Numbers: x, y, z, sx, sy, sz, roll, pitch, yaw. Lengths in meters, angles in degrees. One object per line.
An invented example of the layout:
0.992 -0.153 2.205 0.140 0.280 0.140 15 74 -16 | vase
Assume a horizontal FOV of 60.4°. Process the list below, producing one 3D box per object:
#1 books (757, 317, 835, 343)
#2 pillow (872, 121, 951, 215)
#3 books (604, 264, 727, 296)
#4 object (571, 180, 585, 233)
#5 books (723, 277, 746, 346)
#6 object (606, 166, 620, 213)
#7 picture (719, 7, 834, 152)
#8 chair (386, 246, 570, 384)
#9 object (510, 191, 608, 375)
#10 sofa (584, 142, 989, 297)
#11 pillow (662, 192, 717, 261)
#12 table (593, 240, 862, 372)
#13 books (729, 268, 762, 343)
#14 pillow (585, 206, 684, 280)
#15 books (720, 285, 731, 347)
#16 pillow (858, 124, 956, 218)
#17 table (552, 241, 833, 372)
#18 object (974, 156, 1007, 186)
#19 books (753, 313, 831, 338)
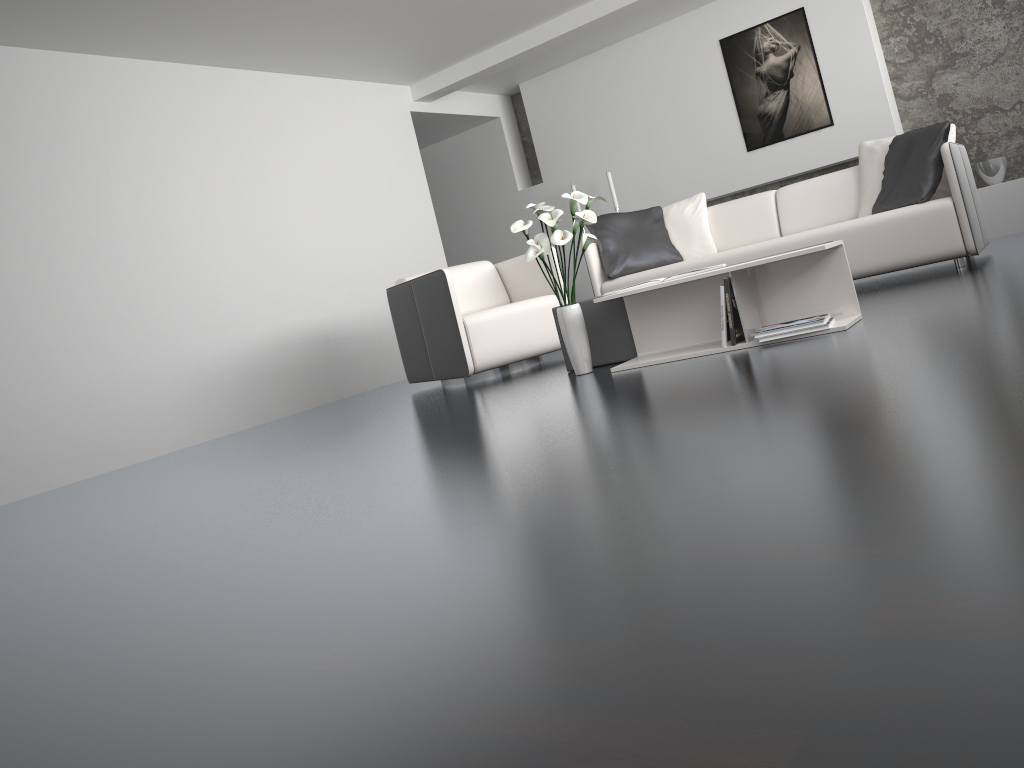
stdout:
1.083 -0.206 3.347 0.260 0.017 0.216 -11 6 26 | books
2.259 -1.217 4.944 0.334 0.436 0.550 -14 2 -8 | pillow
0.703 -0.481 4.017 0.544 0.017 0.362 -12 5 16 | books
0.731 -1.261 8.343 0.177 1.398 0.182 -15 -2 36 | object
0.899 -0.301 3.491 0.050 0.263 0.237 -15 1 34 | books
1.027 -1.303 8.003 0.177 1.398 0.182 -15 -2 36 | object
2.203 -2.537 7.380 0.736 1.006 0.004 -13 -1 35 | picture
-0.213 -0.431 5.364 0.777 0.662 0.909 -15 3 -30 | chair
0.276 -0.439 3.844 0.374 0.798 0.450 -14 0 19 | object
1.667 -0.908 5.540 2.212 0.661 0.932 -11 4 33 | sofa
1.098 -1.006 6.012 0.578 0.500 0.327 -13 1 25 | pillow
0.851 -0.305 3.559 0.957 0.314 0.302 -11 3 33 | table
0.930 -0.319 3.491 0.007 0.284 0.208 -15 0 34 | books
0.821 -0.959 5.873 0.568 0.450 0.276 -14 0 -11 | pillow
0.876 -0.284 3.504 0.068 0.238 0.230 -15 1 34 | books
2.329 -1.255 5.211 0.579 0.508 0.303 -12 1 40 | pillow
0.814 -0.333 3.964 1.242 0.314 0.303 -11 3 34 | table
3.641 -1.603 6.669 0.213 0.190 0.218 -13 2 30 | object
1.074 -0.224 3.372 0.260 0.017 0.230 -11 6 26 | books
